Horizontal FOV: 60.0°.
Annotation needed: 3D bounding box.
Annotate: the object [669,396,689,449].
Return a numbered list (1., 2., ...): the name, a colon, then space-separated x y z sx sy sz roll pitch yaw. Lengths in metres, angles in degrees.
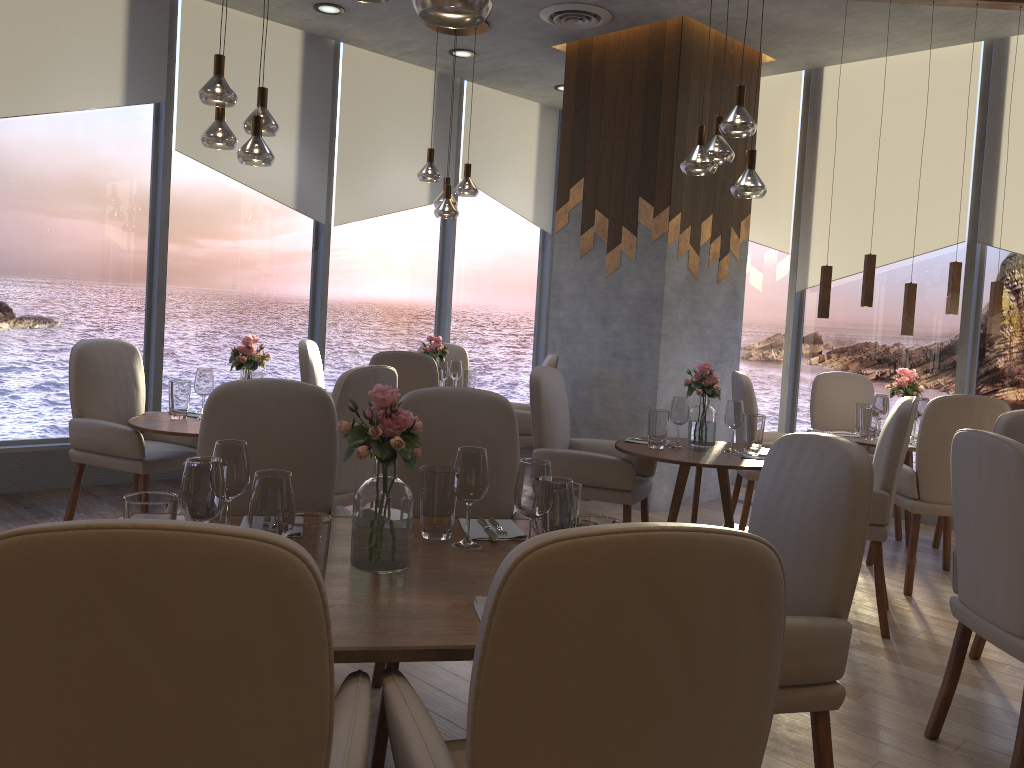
1. object: 0.792 0.183 4.207 0.092 0.244 0.092 6 4 39

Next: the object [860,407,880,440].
1. object: 2.021 0.226 5.022 0.102 0.178 0.102 5 3 26

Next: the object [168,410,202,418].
1. object: -1.547 0.143 4.361 0.255 0.019 0.157 6 5 28

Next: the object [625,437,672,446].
1. object: 0.687 0.279 4.346 0.255 0.019 0.157 5 5 19

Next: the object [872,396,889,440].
1. object: 2.110 0.194 5.087 0.092 0.244 0.092 4 3 19

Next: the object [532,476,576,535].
1. object: 0.085 0.320 1.864 0.092 0.244 0.092 5 3 31

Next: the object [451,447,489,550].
1. object: -0.105 0.283 2.201 0.092 0.244 0.092 4 3 8

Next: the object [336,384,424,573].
1. object: -0.295 0.206 1.989 0.198 0.415 0.210 4 3 2

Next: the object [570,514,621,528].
1. object: 0.164 0.364 1.792 0.102 0.178 0.102 0 4 -45

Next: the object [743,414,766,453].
1. object: 1.152 0.236 4.231 0.102 0.178 0.102 6 4 37

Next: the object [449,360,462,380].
1. object: -0.394 -0.041 6.159 0.092 0.244 0.092 3 3 -15

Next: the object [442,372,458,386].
1. object: -0.414 0.012 5.879 0.102 0.178 0.102 4 3 17

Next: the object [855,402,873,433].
1. object: 2.122 0.206 5.359 0.102 0.178 0.102 3 3 -6

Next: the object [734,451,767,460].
1. object: 1.138 0.328 4.068 0.255 0.019 0.157 5 5 21

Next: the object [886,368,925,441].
1. object: 2.281 0.114 5.143 0.198 0.415 0.210 2 4 -32

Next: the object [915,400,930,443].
1. object: 2.312 0.213 4.995 0.092 0.244 0.092 4 3 4

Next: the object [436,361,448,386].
1. object: -0.476 -0.031 5.967 0.092 0.244 0.092 5 3 26

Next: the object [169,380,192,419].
1. object: -1.574 0.074 4.194 0.102 0.178 0.102 3 3 -6

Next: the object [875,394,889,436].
1. object: 2.192 0.184 5.273 0.092 0.244 0.092 5 3 23

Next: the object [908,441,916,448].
1. object: 2.208 0.330 4.865 0.157 0.019 0.255 4 4 2

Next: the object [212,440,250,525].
1. object: -0.666 0.258 2.086 0.092 0.244 0.092 2 3 -32

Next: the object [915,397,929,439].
1. object: 2.400 0.202 5.206 0.092 0.244 0.092 1 4 -37

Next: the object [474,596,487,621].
1. object: 0.012 0.440 1.717 0.157 0.019 0.255 3 5 -11

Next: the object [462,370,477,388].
1. object: -0.303 -0.007 6.218 0.102 0.178 0.102 2 3 -19

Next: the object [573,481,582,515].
1. object: 0.115 0.331 2.167 0.102 0.178 0.102 4 3 2

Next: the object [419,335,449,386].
1. object: -0.541 -0.132 6.108 0.210 0.415 0.198 3 3 -8

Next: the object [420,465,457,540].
1. object: -0.189 0.305 2.275 0.102 0.178 0.102 4 3 4

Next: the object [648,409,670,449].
1. object: 0.686 0.212 4.176 0.102 0.178 0.102 5 3 25

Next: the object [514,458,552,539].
1. object: 0.048 0.301 2.081 0.092 0.244 0.092 4 3 11

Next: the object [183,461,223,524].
1. object: -0.750 0.280 2.159 0.102 0.178 0.102 4 3 4

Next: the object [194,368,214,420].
1. object: -1.464 0.047 4.209 0.092 0.244 0.092 5 3 31

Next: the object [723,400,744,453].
1. object: 1.050 0.199 4.199 0.092 0.244 0.092 3 3 1

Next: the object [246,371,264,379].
1. object: -1.211 0.066 4.160 0.092 0.244 0.092 4 3 10

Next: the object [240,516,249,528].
1. object: -0.610 0.362 2.245 0.157 0.019 0.255 3 5 -12

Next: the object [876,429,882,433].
1. object: 2.273 0.290 5.420 0.157 0.019 0.255 3 4 -2

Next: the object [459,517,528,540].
1. object: -0.049 0.386 2.360 0.157 0.019 0.255 3 5 -12

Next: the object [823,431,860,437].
1. object: 1.965 0.290 5.184 0.255 0.019 0.158 3 4 0

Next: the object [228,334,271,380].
1. object: -1.278 -0.034 4.296 0.198 0.415 0.210 4 3 17

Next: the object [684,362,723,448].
1. object: 0.928 0.096 4.329 0.198 0.415 0.210 4 3 2
